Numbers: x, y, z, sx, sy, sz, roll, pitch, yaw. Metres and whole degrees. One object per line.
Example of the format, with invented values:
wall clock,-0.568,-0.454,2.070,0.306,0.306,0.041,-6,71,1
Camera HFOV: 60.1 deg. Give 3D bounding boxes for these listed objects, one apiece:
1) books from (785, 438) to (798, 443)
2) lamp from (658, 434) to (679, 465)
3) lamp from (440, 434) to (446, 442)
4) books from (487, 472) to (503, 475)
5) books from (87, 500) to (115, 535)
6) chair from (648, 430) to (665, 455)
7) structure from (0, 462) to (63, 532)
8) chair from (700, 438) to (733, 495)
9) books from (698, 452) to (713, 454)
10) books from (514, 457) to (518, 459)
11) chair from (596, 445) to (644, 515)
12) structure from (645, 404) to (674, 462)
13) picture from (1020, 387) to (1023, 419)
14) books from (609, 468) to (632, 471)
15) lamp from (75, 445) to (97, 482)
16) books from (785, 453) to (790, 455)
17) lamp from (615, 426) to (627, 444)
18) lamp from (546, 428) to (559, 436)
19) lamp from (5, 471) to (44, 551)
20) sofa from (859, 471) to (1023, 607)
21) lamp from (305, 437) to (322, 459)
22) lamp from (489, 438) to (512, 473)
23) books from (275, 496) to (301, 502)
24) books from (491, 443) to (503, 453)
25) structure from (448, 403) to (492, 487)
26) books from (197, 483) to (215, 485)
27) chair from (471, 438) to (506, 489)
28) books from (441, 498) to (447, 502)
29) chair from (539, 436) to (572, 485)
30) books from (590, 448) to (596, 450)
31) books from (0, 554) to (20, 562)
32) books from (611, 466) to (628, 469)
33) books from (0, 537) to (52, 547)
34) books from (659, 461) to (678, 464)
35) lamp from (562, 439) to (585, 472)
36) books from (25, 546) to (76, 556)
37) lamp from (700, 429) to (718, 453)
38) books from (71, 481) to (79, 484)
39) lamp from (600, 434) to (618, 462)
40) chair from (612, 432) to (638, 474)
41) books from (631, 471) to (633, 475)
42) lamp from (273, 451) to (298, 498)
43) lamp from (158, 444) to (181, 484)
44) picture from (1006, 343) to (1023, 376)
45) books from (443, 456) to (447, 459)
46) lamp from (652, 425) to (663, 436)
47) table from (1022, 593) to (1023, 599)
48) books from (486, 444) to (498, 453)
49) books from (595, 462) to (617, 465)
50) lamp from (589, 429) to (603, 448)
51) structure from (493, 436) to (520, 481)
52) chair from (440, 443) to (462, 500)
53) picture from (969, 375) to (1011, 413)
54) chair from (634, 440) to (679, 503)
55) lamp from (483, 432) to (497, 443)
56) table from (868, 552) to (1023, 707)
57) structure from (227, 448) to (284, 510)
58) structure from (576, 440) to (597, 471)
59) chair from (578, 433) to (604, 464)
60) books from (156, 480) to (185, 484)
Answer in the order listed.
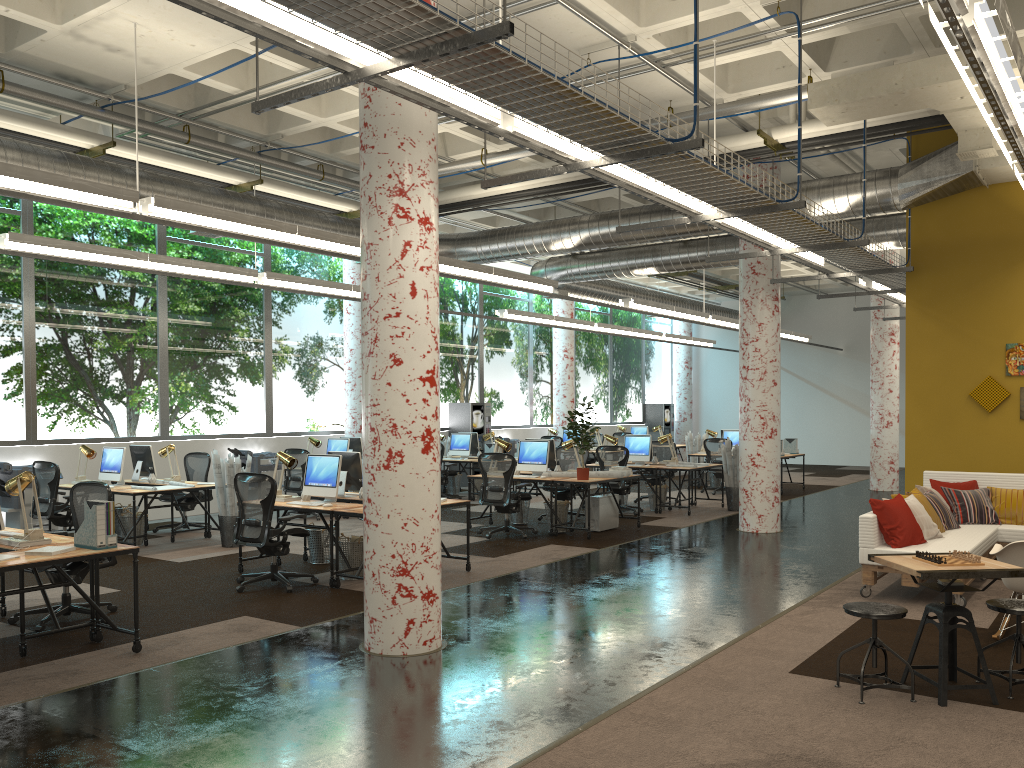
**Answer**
books,5.640,1.254,17.877,0.233,0.311,0.068,0,1,35
lamp,2.671,1.136,14.817,0.209,0.611,0.527,-1,0,-35
lamp,-1.468,1.226,16.980,0.209,0.611,0.527,-1,0,-35
books,-0.184,1.235,12.224,0.309,0.038,0.225,-2,-2,36
books,-2.803,0.952,6.037,0.233,0.311,0.068,0,1,35
chair,3.744,1.779,23.661,0.770,1.087,0.792,0,0,19
structure,-6.395,1.497,11.687,0.503,1.059,1.057,0,0,35
chair,4.054,1.585,17.225,0.770,1.087,0.792,0,0,19
books,3.970,1.404,17.996,0.309,0.038,0.225,-2,-2,36
books,0.010,1.395,16.595,0.200,0.024,0.235,-1,-2,9
chair,1.663,1.505,14.043,0.770,1.087,0.792,0,0,19
structure,4.514,1.510,26.982,0.638,1.812,0.749,0,1,35
picture,5.755,0.210,9.775,0.252,0.356,0.027,0,1,35
books,1.480,1.170,12.091,0.193,0.044,0.257,1,-2,-37
lamp,-5.478,1.083,11.356,0.209,0.611,0.527,-1,0,-35
books,5.422,1.393,17.634,0.200,0.024,0.235,-1,-2,9
lamp,2.727,1.376,22.866,0.218,0.611,0.527,-1,0,-35
lamp,0.842,1.308,20.222,0.218,0.611,0.527,-1,0,-35
lamp,-3.377,0.915,6.162,0.218,0.611,0.527,-1,0,-35
sofa,4.602,1.376,8.136,2.018,0.932,2.855,-1,-2,35
lamp,-3.285,1.161,14.434,0.218,0.611,0.527,-1,0,-35
lamp,-0.214,1.056,12.243,0.218,0.611,0.527,-1,0,-35
books,-2.362,1.178,9.122,0.309,0.038,0.225,-2,-2,36
books,-0.273,1.238,16.136,0.233,0.311,0.068,0,1,35
structure,-0.904,1.317,19.384,0.638,1.812,0.749,0,1,35
books,-3.855,1.261,11.213,0.243,0.019,0.205,0,-2,-17
chair,-0.455,1.629,17.772,0.770,1.087,0.792,0,0,19
books,-0.782,1.172,8.939,0.200,0.024,0.235,-1,-2,9
chair,0.956,1.670,19.432,0.770,1.087,0.792,0,0,19
books,1.939,1.483,20.237,0.309,0.038,0.225,-2,-2,36
books,-3.256,1.088,5.537,0.243,0.019,0.205,-1,-2,13
books,1.470,1.138,12.079,0.185,0.030,0.153,-1,-2,33
books,-3.405,1.097,6.190,0.309,0.038,0.225,-2,-2,36
books,2.647,1.318,14.848,0.309,0.038,0.225,-2,-2,36
lamp,0.907,1.048,12.227,0.209,0.611,0.527,-1,0,-35
books,-3.021,1.091,5.793,0.200,0.024,0.235,-1,-2,9
lamp,3.940,1.224,18.015,0.218,0.611,0.527,-1,0,-35
books,-5.452,1.262,11.334,0.309,0.038,0.225,-2,-2,36
lamp,1.554,1.144,14.836,0.209,0.611,0.527,-1,0,-35
chair,2.841,1.737,22.076,0.770,1.087,0.792,0,0,19
books,1.479,1.216,12.065,0.271,0.050,0.200,-1,-2,33
lamp,-2.392,0.998,9.141,0.218,0.611,0.527,-1,0,-35
lamp,-4.361,1.075,11.337,0.209,0.611,0.527,-1,0,-35
picture,5.668,-0.276,9.824,0.331,0.356,0.027,0,1,35
books,-1.442,1.406,16.958,0.309,0.038,0.225,-2,-2,36
lamp,3.853,1.369,22.853,0.218,0.611,0.527,-1,0,-35
table,4.806,1.660,7.236,0.984,0.330,1.262,-1,-2,35
books,-0.359,1.234,16.016,0.233,0.311,0.068,0,1,35
books,1.580,1.323,14.813,0.309,0.038,0.225,-2,-2,36
lamp,1.967,1.301,20.209,0.218,0.611,0.527,-1,0,-35
structure,-0.007,1.725,20.650,0.503,1.059,1.057,0,0,35
chair,-1.358,1.587,16.187,0.770,1.087,0.792,0,0,19
picture,5.400,0.114,10.013,0.424,0.425,0.047,0,1,35
chair,2.566,1.547,15.628,0.770,1.087,0.792,0,0,19
lamp,-0.346,1.219,16.964,0.218,0.611,0.527,-1,0,-35
table,2.486,1.397,5.074,0.626,0.760,0.616,0,0,-5
structure,-4.198,1.576,14.768,0.503,1.059,1.057,0,0,35
structure,1.878,1.793,23.294,0.503,1.059,1.057,0,0,35
chair,1.858,1.711,21.017,0.770,1.087,0.792,0,0,19
books,-4.384,1.257,11.368,0.309,0.038,0.225,-2,-2,36
